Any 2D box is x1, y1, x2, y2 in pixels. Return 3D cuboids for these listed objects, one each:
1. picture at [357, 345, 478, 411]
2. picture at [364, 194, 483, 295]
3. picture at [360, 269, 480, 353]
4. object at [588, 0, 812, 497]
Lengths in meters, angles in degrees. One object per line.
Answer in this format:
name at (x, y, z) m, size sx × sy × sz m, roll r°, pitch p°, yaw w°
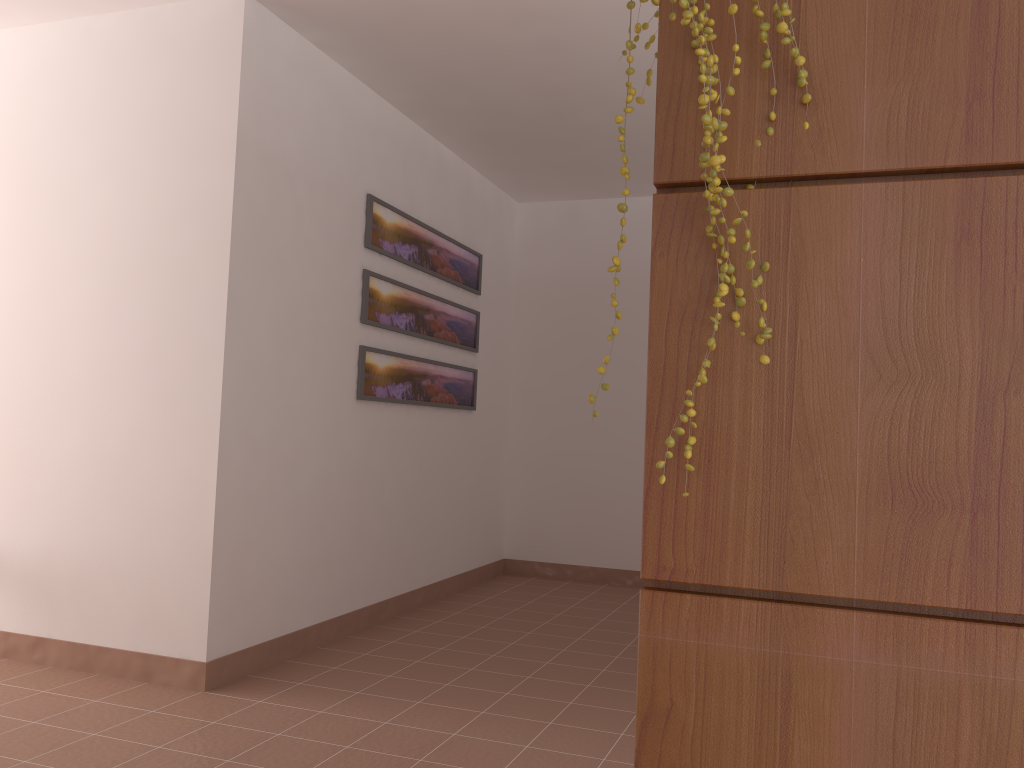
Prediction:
picture at (-0.457, -0.008, 4.695) m, size 0.015 × 0.248 × 1.408 m, roll 1°, pitch -3°, yaw 20°
picture at (-0.428, -0.707, 4.732) m, size 0.015 × 0.248 × 1.408 m, roll 1°, pitch -3°, yaw 20°
picture at (-0.442, -0.358, 4.714) m, size 0.015 × 0.248 × 1.408 m, roll 1°, pitch -3°, yaw 20°
object at (0.190, -0.559, 0.948) m, size 0.297 × 1.344 × 0.279 m, roll 4°, pitch -3°, yaw -21°
